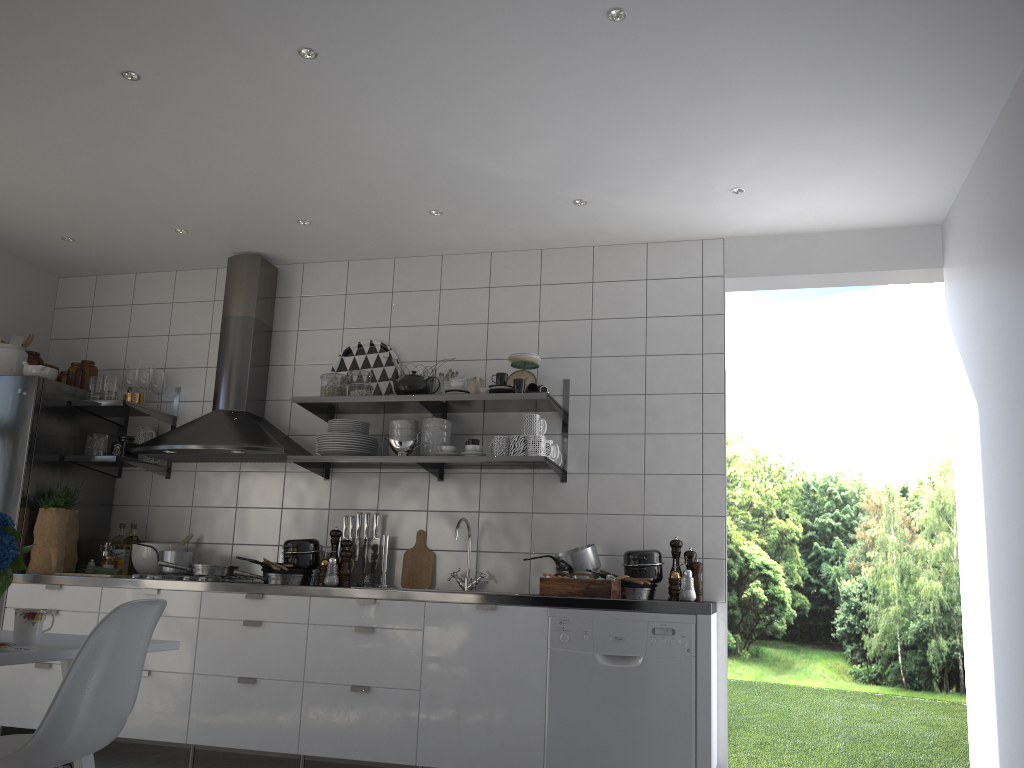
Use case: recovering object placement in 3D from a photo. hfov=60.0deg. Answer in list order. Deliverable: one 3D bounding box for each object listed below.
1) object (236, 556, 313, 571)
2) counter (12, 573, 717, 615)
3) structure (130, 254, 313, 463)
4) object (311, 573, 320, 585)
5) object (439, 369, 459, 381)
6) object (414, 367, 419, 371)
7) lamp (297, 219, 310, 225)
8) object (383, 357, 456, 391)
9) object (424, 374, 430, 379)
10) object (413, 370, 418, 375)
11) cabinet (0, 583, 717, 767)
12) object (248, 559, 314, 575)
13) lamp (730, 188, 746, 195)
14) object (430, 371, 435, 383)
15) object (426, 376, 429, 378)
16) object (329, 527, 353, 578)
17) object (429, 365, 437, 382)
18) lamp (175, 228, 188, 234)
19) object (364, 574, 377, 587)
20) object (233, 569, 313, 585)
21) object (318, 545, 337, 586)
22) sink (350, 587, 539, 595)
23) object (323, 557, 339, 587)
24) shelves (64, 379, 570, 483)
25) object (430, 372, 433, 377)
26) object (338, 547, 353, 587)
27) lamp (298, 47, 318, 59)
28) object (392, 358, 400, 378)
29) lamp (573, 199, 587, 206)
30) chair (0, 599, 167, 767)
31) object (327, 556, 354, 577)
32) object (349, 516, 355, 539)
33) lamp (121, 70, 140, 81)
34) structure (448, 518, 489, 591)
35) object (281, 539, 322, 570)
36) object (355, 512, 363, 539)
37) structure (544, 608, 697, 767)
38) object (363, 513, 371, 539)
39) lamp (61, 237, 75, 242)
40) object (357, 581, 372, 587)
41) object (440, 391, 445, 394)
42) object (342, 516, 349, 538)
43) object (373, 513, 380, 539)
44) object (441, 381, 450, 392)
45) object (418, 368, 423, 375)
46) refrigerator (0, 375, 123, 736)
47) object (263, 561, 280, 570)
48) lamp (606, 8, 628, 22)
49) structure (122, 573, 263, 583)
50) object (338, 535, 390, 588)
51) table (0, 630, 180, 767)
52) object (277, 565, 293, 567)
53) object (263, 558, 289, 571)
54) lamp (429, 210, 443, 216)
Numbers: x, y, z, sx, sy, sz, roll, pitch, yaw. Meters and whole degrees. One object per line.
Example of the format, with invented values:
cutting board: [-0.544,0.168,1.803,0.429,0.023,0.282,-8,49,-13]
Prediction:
object: [-1.093,0.862,4.170,0.246,0.080,0.358,-3,-14,22]
counter: [-0.727,0.961,4.086,3.239,0.045,0.655,-1,-13,15]
structure: [-1.469,-0.161,4.610,0.868,1.084,0.475,-1,-12,15]
object: [-0.949,0.956,4.355,0.066,0.067,0.053,8,-13,-24]
object: [-0.317,0.016,4.403,0.104,0.202,0.078,0,-11,13]
object: [-0.493,0.021,4.507,0.029,0.230,0.063,2,-11,3]
lamp: [-1.015,-0.798,4.320,0.064,0.030,0.064,1,-13,7]
object: [-0.473,-0.014,4.441,0.378,0.277,0.199,3,-12,-3]
object: [-0.446,0.031,4.437,0.023,0.185,0.082,-2,-12,24]
object: [-0.491,0.023,4.486,0.028,0.219,0.101,5,-12,-13]
cabinet: [-0.746,1.367,4.002,3.238,0.789,0.667,-1,-12,15]
object: [-1.107,0.876,4.171,0.348,0.081,0.244,11,-15,-33]
lamp: [0.969,-0.837,3.800,0.064,0.030,0.064,1,-13,7]
object: [-0.421,0.027,4.423,0.062,0.188,0.023,3,-11,-3]
object: [-0.463,0.032,4.452,0.029,0.186,0.154,-4,-13,28]
object: [-0.822,0.824,4.230,0.123,0.280,0.061,-2,-12,20]
object: [-0.426,0.013,4.448,0.085,0.225,0.027,3,-11,-2]
lamp: [-1.676,-0.785,4.493,0.064,0.030,0.064,1,-13,7]
object: [-0.686,0.959,4.320,0.069,0.068,0.029,-2,-12,20]
object: [-1.122,0.915,4.191,0.351,0.060,0.234,4,-13,-6]
object: [-0.862,0.849,4.148,0.080,0.191,0.058,2,-11,4]
sink: [-0.283,0.975,3.939,0.765,0.111,0.491,-1,-13,15]
object: [-0.831,0.865,4.087,0.069,0.134,0.069,3,-11,-5]
shelves: [-1.007,0.202,4.437,2.540,0.508,0.430,-1,-12,15]
object: [-0.438,0.026,4.404,0.090,0.179,0.023,5,-11,-12]
object: [-0.780,0.856,4.146,0.058,0.183,0.059,-8,-15,42]
lamp: [-0.674,-1.104,2.933,0.064,0.030,0.064,1,-13,7]
object: [-0.557,-0.010,4.414,0.113,0.248,0.021,-2,-12,19]
lamp: [0.307,-0.824,3.974,0.064,0.030,0.064,1,-13,7]
chair: [-1.165,0.913,2.132,0.542,0.795,0.468,2,-11,4]
object: [-0.848,0.912,4.317,0.116,0.143,0.128,11,-14,-35]
object: [-0.804,0.718,4.445,0.027,0.113,0.019,0,-11,10]
lamp: [-1.335,-1.091,3.106,0.064,0.030,0.064,1,-13,7]
structure: [-0.194,0.811,4.174,0.189,0.350,0.276,4,-12,-8]
object: [-1.003,0.812,4.219,0.190,0.158,0.198,8,-13,-23]
object: [-0.766,0.709,4.436,0.033,0.131,0.022,-1,-12,19]
structure: [0.468,1.328,3.611,0.574,0.785,0.512,-1,-12,15]
object: [-0.725,0.708,4.425,0.033,0.131,0.022,-1,-12,19]
lamp: [-2.336,-0.773,4.666,0.064,0.030,0.064,1,-13,7]
object: [-0.710,0.962,4.256,0.072,0.031,0.071,-1,-13,15]
object: [-0.308,0.067,4.252,0.079,0.047,0.083,5,-13,-10]
object: [-0.838,0.719,4.454,0.027,0.113,0.019,0,-11,10]
object: [-0.670,0.707,4.411,0.046,0.131,0.022,-1,-12,18]
object: [-0.315,0.055,4.383,0.084,0.129,0.084,4,-12,-7]
object: [-0.463,0.021,4.492,0.025,0.225,0.086,5,-12,-15]
refrigerator: [-2.577,0.909,4.563,0.576,1.787,0.699,-1,-12,15]
object: [-1.116,0.842,4.111,0.064,0.044,0.337,6,-14,-18]
lamp: [0.317,-1.123,2.673,0.064,0.030,0.064,1,-13,7]
structure: [-1.540,0.940,4.298,0.467,0.028,0.494,-1,-13,15]
object: [-0.753,0.879,4.399,0.322,0.259,0.067,-1,-11,15]
table: [-1.653,0.910,1.896,0.814,0.655,1.840,-1,-13,15]
object: [-1.079,0.856,4.147,0.065,0.021,0.338,7,-14,-21]
object: [-1.101,0.838,4.119,0.059,0.060,0.336,8,-14,-26]
lamp: [-0.354,-0.811,4.147,0.064,0.030,0.064,1,-13,7]
